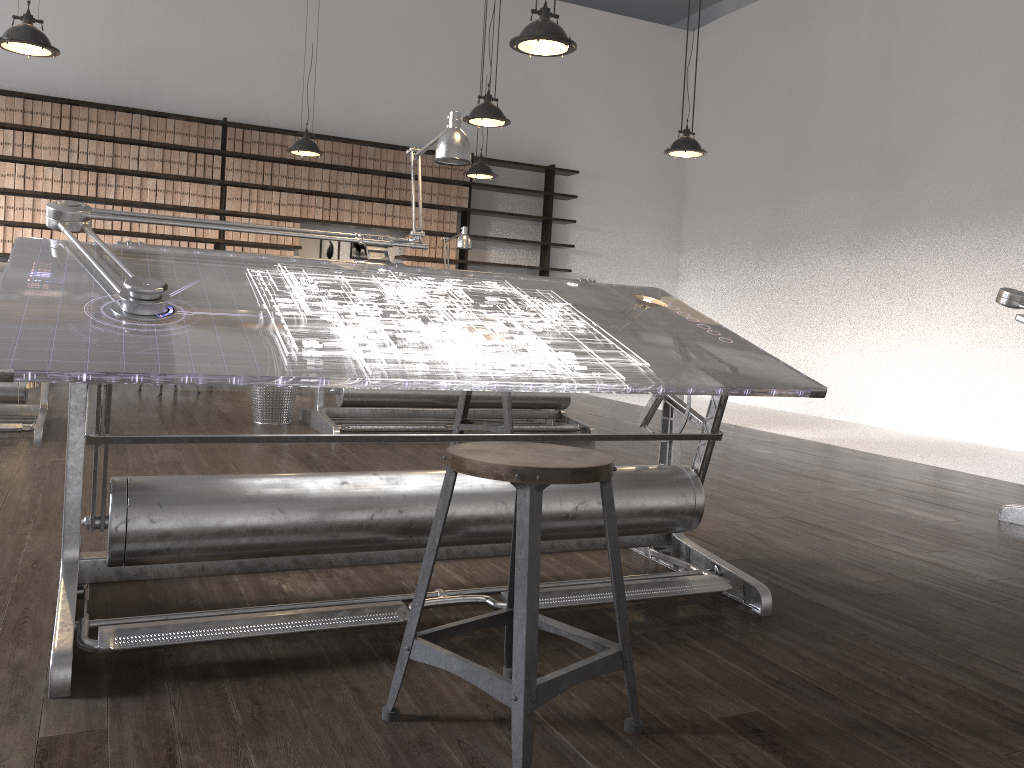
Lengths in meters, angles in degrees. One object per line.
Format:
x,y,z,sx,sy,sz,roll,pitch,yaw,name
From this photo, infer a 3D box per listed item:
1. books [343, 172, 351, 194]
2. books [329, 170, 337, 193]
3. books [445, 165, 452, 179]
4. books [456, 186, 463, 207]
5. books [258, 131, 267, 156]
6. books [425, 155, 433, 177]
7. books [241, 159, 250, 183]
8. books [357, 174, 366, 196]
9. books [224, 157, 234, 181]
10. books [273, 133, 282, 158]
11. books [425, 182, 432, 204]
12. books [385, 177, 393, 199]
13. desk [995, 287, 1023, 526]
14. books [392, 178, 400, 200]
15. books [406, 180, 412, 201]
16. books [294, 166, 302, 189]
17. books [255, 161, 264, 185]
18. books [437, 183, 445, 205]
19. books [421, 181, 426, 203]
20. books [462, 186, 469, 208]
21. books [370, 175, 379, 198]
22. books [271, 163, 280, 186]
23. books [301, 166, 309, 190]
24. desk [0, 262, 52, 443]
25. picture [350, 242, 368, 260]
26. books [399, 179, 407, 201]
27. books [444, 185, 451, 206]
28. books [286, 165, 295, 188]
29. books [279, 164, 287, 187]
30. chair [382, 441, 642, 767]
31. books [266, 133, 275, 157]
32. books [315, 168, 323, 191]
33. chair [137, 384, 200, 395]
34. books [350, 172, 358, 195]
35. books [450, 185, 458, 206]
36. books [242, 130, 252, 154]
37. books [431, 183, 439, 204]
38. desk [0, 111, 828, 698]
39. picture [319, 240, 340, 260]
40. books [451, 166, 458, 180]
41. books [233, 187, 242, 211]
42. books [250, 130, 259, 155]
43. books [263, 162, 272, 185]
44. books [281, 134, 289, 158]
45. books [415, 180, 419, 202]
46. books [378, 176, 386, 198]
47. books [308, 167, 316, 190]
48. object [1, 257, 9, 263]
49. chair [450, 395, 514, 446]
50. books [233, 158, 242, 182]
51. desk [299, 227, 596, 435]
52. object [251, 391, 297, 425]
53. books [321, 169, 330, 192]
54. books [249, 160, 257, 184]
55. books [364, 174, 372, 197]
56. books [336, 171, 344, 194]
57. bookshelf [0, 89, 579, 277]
-1.657,-1.982,8.792,0.066,0.225,0.175,3,2,-25,books
-1.784,-1.985,8.735,0.066,0.225,0.175,3,2,-25,books
-0.692,-2.236,9.230,0.066,0.225,0.175,3,2,-25,books
-0.579,-1.956,9.298,0.066,0.225,0.175,3,2,-25,books
-2.389,-2.276,8.440,0.066,0.225,0.175,3,2,-25,books
-0.880,-2.240,9.141,0.066,0.225,0.175,3,2,-25,books
-2.533,-2.002,8.379,0.067,0.225,0.175,3,2,-25,books
-1.524,-1.978,8.850,0.067,0.225,0.175,3,2,-25,books
-2.666,-2.005,8.321,0.066,0.225,0.175,3,2,-25,books
-2.261,-2.272,8.493,0.067,0.225,0.175,3,2,-25,books
-0.894,-1.964,9.149,0.066,0.225,0.175,3,2,-25,books
-1.266,-1.973,8.979,0.066,0.225,0.175,3,2,-25,books
3.190,-0.023,3.896,2.067,1.385,1.079,2,3,-25,desk
-1.200,-1.971,9.004,0.066,0.225,0.175,3,2,-25,books
-1.073,-1.968,9.068,0.066,0.225,0.175,3,2,-25,books
-2.092,-1.992,8.592,0.066,0.225,0.175,3,2,-25,books
-2.420,-2.000,8.440,0.066,0.225,0.175,3,2,-25,books
-0.765,-1.961,9.211,0.066,0.225,0.175,3,2,-25,books
-0.951,-1.965,9.124,0.066,0.225,0.175,3,2,-25,books
-0.521,-1.955,9.323,0.066,0.225,0.175,3,2,-25,books
-1.401,-1.976,8.916,0.066,0.225,0.175,3,2,-25,books
-2.285,-1.997,8.503,0.066,0.225,0.175,3,2,-25,books
-2.028,-1.990,8.615,0.067,0.225,0.175,3,2,-25,books
-3.457,-0.459,4.538,2.278,1.385,1.079,2,3,-25,desk
-1.533,-1.364,9.065,0.251,0.183,0.023,2,2,-25,picture
-1.138,-1.970,9.038,0.066,0.225,0.175,3,2,-25,books
-0.703,-1.959,9.242,0.066,0.225,0.175,3,2,-25,books
-2.156,-1.994,8.562,0.066,0.225,0.175,3,2,-25,books
-2.218,-1.995,8.528,0.066,0.225,0.175,3,2,-25,books
0.018,0.394,1.680,0.372,0.527,0.358,5,3,43,chair
-2.325,-2.274,8.470,0.066,0.225,0.175,3,2,-25,books
-1.912,-1.988,8.673,0.066,0.225,0.175,3,2,-25,books
-2.800,-0.186,7.250,0.359,0.527,0.371,5,3,38,chair
-1.590,-1.980,8.820,0.066,0.225,0.175,3,2,-25,books
-0.637,-1.957,9.266,0.067,0.225,0.175,3,2,-25,books
-2.518,-2.279,8.380,0.066,0.225,0.175,3,2,-25,books
-0.828,-1.962,9.178,0.067,0.225,0.175,3,2,-25,books
-0.268,-0.122,2.514,2.067,1.385,1.079,2,3,-25,desk
-1.838,-1.350,8.925,0.201,0.284,0.022,2,2,-26,picture
-0.625,-2.234,9.263,0.066,0.225,0.175,3,2,-25,books
-2.603,-1.735,8.360,0.067,0.225,0.175,3,2,-25,books
-2.451,-2.277,8.406,0.066,0.225,0.175,3,2,-25,books
-2.350,-1.998,8.466,0.067,0.225,0.175,3,2,-25,books
-2.203,-2.271,8.525,0.066,0.225,0.175,3,2,-25,books
-1.010,-1.966,9.091,0.067,0.225,0.175,3,2,-25,books
-1.332,-1.974,8.942,0.067,0.225,0.175,3,2,-25,books
-1.970,-1.989,8.648,0.066,0.225,0.175,3,2,-25,books
-4.339,-0.981,7.628,0.181,0.271,0.157,1,3,-41,object
-0.153,0.127,5.128,0.372,0.527,0.359,3,2,3,chair
-2.599,-2.003,8.348,0.066,0.225,0.175,3,2,-25,books
-0.422,-0.388,5.956,2.067,1.385,1.079,2,3,-25,desk
-1.550,0.065,5.769,0.353,0.377,0.354,3,3,-3,object
-1.846,-1.986,8.702,0.067,0.225,0.175,3,2,-25,books
-2.478,-2.001,8.410,0.066,0.225,0.175,3,2,-25,books
-1.469,-1.977,8.881,0.066,0.225,0.175,3,2,-25,books
-1.722,-1.983,8.766,0.066,0.225,0.175,3,2,-25,books
-3.577,-0.917,8.045,9.169,3.203,0.374,1,2,-25,bookshelf
